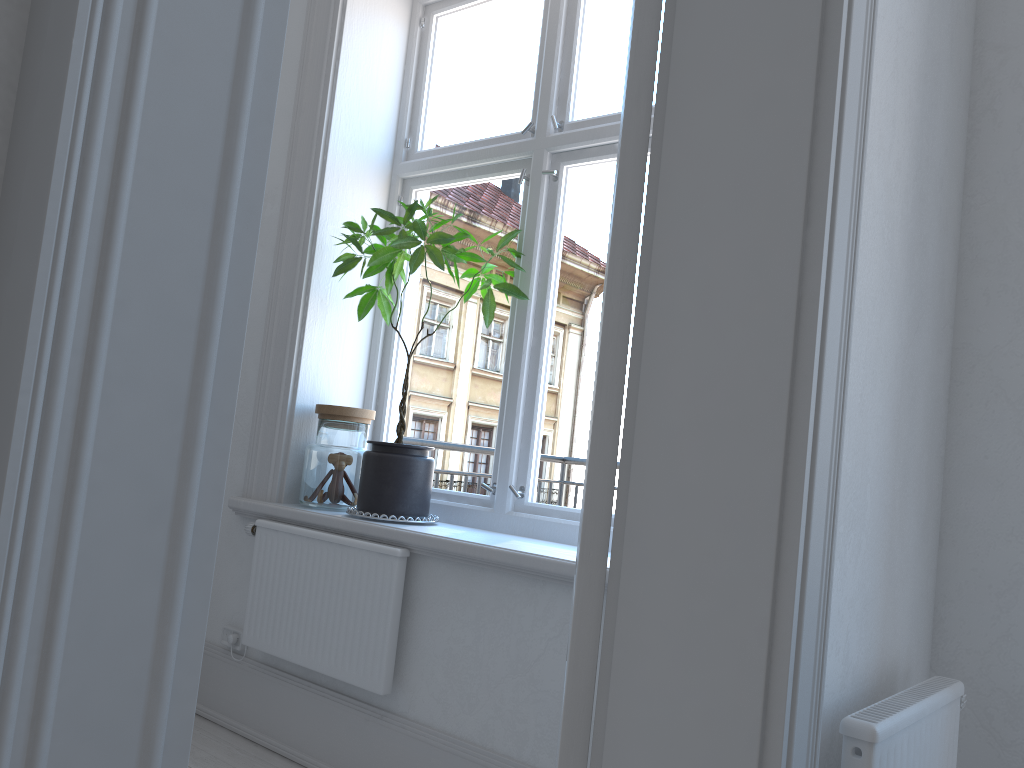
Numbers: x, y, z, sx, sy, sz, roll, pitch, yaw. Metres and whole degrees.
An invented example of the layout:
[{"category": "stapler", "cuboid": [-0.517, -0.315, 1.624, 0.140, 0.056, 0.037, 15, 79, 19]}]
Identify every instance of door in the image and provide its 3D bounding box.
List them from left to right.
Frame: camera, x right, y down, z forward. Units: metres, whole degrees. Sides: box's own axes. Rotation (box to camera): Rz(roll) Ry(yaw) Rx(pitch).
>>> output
[{"category": "door", "cuboid": [0.109, -0.020, 1.027, 0.505, 2.176, 1.466, 4, -5, 24]}]

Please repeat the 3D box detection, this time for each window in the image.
[{"category": "window", "cuboid": [0.077, -0.481, 2.823, 1.357, 1.900, 0.094, 2, -6, 39]}]

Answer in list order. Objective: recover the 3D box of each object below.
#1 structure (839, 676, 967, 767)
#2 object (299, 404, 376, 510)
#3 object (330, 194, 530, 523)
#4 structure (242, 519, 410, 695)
[{"category": "structure", "cuboid": [0.594, 0.686, 1.319, 0.075, 0.460, 0.636, 3, -6, 36]}, {"category": "object", "cuboid": [-0.570, 0.242, 2.941, 0.227, 0.330, 0.228, 2, -6, 41]}, {"category": "object", "cuboid": [-0.300, -0.092, 2.784, 0.696, 1.021, 0.497, 5, -5, 12]}, {"category": "structure", "cuboid": [-0.602, 0.653, 2.666, 0.741, 0.417, 0.049, 2, -6, 39]}]
